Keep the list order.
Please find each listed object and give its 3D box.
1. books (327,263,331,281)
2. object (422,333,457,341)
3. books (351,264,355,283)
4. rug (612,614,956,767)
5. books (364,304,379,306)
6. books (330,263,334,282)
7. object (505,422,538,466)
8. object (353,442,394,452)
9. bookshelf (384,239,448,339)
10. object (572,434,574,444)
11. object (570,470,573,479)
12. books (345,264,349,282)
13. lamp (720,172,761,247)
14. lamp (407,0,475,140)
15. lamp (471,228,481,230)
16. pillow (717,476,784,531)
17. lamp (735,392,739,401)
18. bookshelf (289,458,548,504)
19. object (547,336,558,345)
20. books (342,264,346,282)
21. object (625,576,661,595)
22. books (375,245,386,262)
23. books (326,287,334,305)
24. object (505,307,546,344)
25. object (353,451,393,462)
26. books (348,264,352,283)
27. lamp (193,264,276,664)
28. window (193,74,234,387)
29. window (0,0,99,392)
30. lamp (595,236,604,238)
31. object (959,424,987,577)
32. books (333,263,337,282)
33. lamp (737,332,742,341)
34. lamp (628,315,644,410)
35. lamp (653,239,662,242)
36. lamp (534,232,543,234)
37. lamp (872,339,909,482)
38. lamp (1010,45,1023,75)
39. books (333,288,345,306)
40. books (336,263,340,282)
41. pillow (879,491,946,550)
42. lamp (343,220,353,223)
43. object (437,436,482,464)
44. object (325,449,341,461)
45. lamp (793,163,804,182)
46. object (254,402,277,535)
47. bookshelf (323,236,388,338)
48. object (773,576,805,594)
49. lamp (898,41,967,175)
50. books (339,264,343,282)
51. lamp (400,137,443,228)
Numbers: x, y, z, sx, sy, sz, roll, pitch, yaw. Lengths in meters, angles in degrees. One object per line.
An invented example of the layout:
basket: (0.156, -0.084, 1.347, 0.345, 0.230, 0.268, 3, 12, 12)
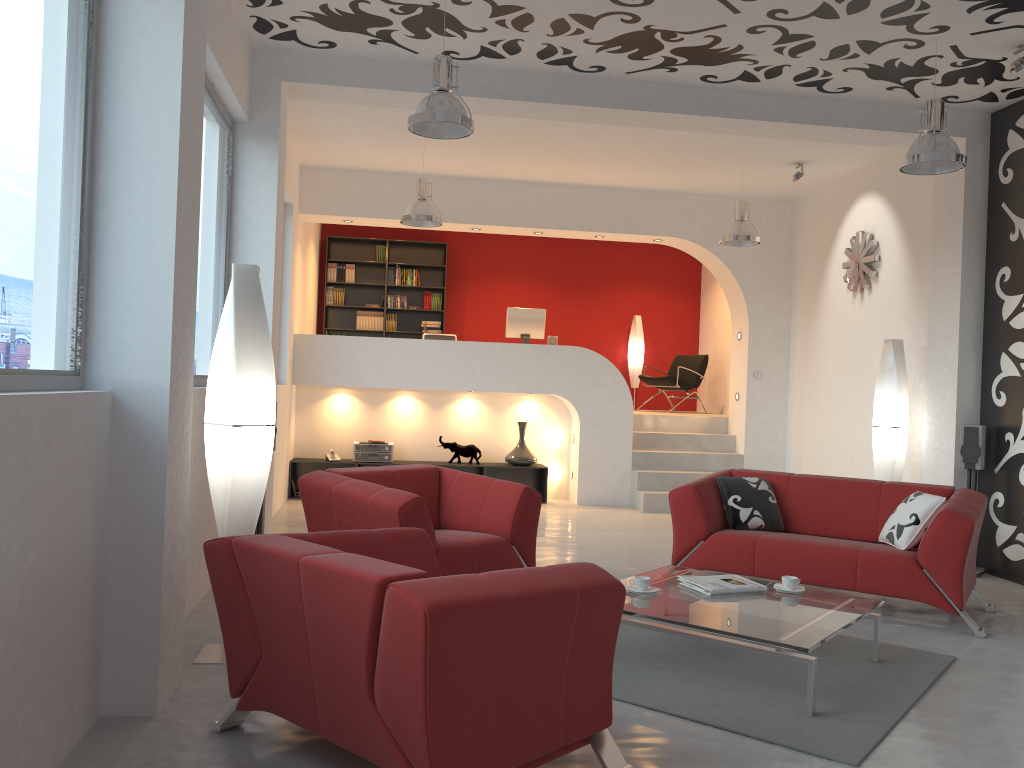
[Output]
books: (-2.509, -1.519, 12.178, 0.040, 0.260, 0.200, 2, 0, -8)
object: (-0.850, -0.465, 10.253, 0.397, 0.217, 0.458, 2, 0, -8)
books: (-2.188, -1.507, 12.223, 0.040, 0.260, 0.200, 2, 0, -8)
rug: (1.027, 1.318, 4.254, 1.700, 0.025, 1.700, 2, 0, 37)
books: (-1.944, -1.088, 12.278, 0.190, 0.015, 0.135, 2, 0, -8)
books: (-2.469, -1.517, 12.184, 0.040, 0.260, 0.200, 2, 0, -8)
object: (0.109, 0.664, 9.887, 0.369, 0.481, 0.369, 2, 0, -43)
object: (-1.508, 0.685, 9.666, 0.430, 0.077, 0.349, 2, 0, -8)
bookshelf: (-1.354, -0.855, 12.308, 0.816, 2.213, 0.305, 2, 0, -8)
object: (0.691, 0.623, 10.046, 0.011, 0.105, 0.105, 2, 0, -8)
object: (0.676, 1.023, 10.046, 0.011, 0.105, 0.105, 2, 0, -8)
books: (-2.268, -1.510, 12.212, 0.040, 0.260, 0.200, 2, 0, -8)
lamp: (2.176, -1.731, 8.406, 0.379, 0.800, 0.379, 2, 0, -37)
lamp: (-0.389, -1.835, 5.020, 0.379, 0.800, 0.379, 2, 0, 21)
lamp: (-0.397, -1.714, 9.822, 0.105, 0.011, 0.105, 2, 0, -19)
pillow: (1.599, 0.802, 5.954, 0.402, 0.343, 0.288, 2, 0, -15)
lamp: (2.601, 0.145, 10.244, 0.011, 0.105, 0.105, 2, 0, -8)
bookshelf: (-1.006, 1.061, 9.732, 2.764, 0.397, 0.405, 2, 0, -8)
object: (0.469, -0.489, 10.406, 0.133, 0.147, 0.151, 2, 0, -24)
books: (-2.309, -1.511, 12.206, 0.040, 0.260, 0.200, 2, 0, -8)
object: (0.637, 0.981, 4.331, 0.153, 0.069, 0.153, 2, 0, -41)
books: (-1.818, -1.784, 12.285, 0.146, 0.240, 0.170, 2, 0, -8)
books: (-2.500, -1.200, 12.192, 0.090, 0.256, 0.181, 2, 0, -8)
object: (0.156, -0.653, 10.311, 0.458, 0.452, 0.230, 2, 0, -8)
object: (-1.510, 0.784, 9.658, 0.430, 0.100, 0.365, 2, 0, -8)
books: (-2.228, -1.508, 12.217, 0.040, 0.260, 0.200, 2, 0, -8)
lamp: (-1.251, 0.347, 4.058, 0.313, 1.779, 0.313, 2, 0, -16)
window: (-1.805, -0.883, 4.833, 0.100, 1.800, 2.400, 2, 0, -8)
window: (-1.420, -0.875, 2.059, 0.100, 1.800, 2.400, 2, 0, -8)
lamp: (0.989, -1.662, 10.015, 0.105, 0.011, 0.105, 2, 0, -19)
object: (3.428, 0.862, 6.621, 0.214, 1.112, 0.229, 2, 0, 37)
books: (-2.429, -1.516, 12.189, 0.040, 0.260, 0.200, 2, 0, -8)
lamp: (2.627, -0.554, 10.246, 0.011, 0.105, 0.105, 2, 0, -8)
lamp: (1.771, -0.305, 12.701, 0.237, 1.349, 0.237, 2, 0, 0)
lamp: (1.663, -1.636, 10.108, 0.105, 0.011, 0.105, 2, 0, -19)
lamp: (0.296, -1.688, 9.918, 0.105, 0.011, 0.105, 2, 0, -19)
lamp: (3.139, 0.519, 7.370, 0.313, 1.779, 0.313, 2, 0, 0)
lamp: (3.152, -2.009, 5.501, 0.112, 0.176, 0.118, 2, 0, 34)
books: (-2.381, -1.187, 12.208, 0.146, 0.240, 0.170, 2, 0, -8)
books: (-2.389, -1.514, 12.195, 0.040, 0.260, 0.200, 2, 0, -8)
pillow: (2.441, 0.832, 5.419, 0.288, 0.343, 0.402, 2, 0, 0)
lamp: (-1.782, -1.766, 9.629, 0.105, 0.011, 0.105, 2, 0, -4)
object: (-0.585, 0.730, 9.814, 0.507, 0.296, 0.191, 2, 0, 8)
object: (-1.920, 0.759, 9.522, 0.130, 0.117, 0.146, 2, 0, -33)
lamp: (2.739, -2.018, 8.472, 0.112, 0.176, 0.118, 2, 0, 34)
object: (-1.693, 0.669, 5.901, 0.214, 1.112, 0.229, 2, 0, -43)
bookshelf: (-2.162, -0.886, 12.195, 0.816, 2.213, 0.305, 2, 0, -8)
object: (1.400, 1.010, 4.474, 0.153, 0.069, 0.153, 2, 0, 19)
lamp: (2.589, -1.723, 5.435, 0.379, 0.800, 0.379, 2, 0, -15)
books: (-2.349, -1.513, 12.200, 0.040, 0.260, 0.200, 2, 0, -8)
lamp: (-0.802, -1.844, 7.992, 0.379, 0.800, 0.379, 2, 0, -37)
